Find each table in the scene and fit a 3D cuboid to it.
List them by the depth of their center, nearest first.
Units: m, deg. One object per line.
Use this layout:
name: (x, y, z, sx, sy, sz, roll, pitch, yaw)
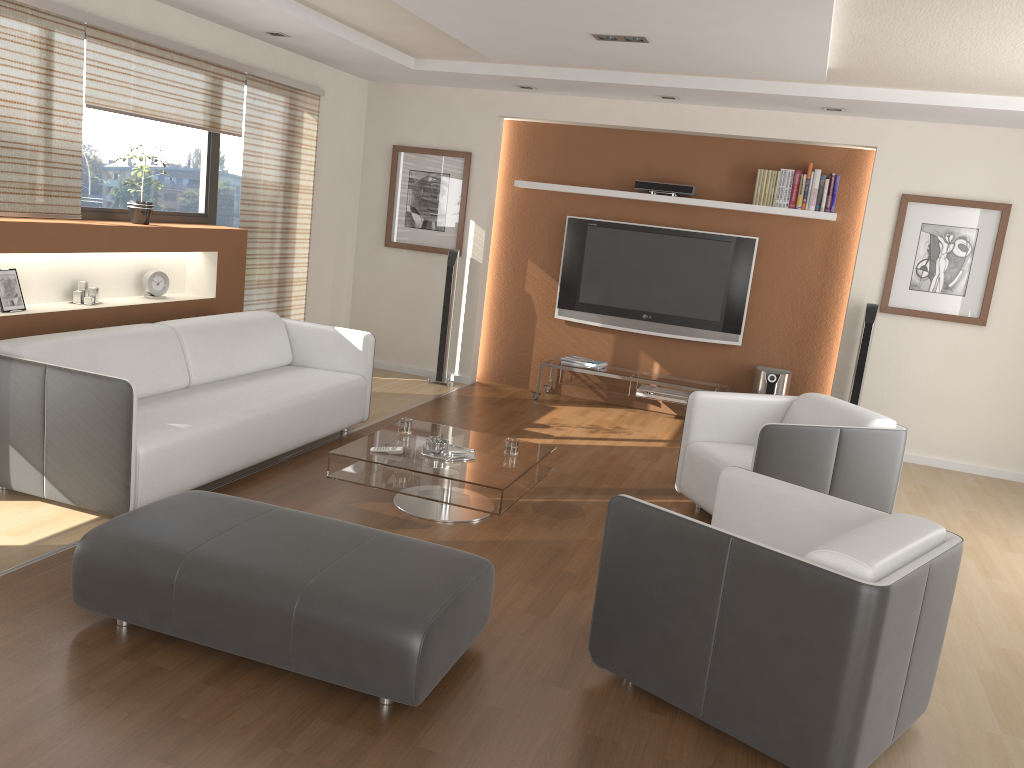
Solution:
table: (-0.338, 0.484, 4.602, 0.900, 0.300, 0.900, 10, 11, 17)

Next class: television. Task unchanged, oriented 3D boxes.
television: (1.181, -0.868, 7.439, 1.594, 0.900, 0.097, 10, 11, 17)

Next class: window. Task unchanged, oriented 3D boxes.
window: (-2.597, -1.477, 4.928, 0.010, 0.986, 2.817, 10, 11, 17)
window: (-2.052, -1.197, 6.866, 0.010, 2.162, 0.889, 10, 11, 17)

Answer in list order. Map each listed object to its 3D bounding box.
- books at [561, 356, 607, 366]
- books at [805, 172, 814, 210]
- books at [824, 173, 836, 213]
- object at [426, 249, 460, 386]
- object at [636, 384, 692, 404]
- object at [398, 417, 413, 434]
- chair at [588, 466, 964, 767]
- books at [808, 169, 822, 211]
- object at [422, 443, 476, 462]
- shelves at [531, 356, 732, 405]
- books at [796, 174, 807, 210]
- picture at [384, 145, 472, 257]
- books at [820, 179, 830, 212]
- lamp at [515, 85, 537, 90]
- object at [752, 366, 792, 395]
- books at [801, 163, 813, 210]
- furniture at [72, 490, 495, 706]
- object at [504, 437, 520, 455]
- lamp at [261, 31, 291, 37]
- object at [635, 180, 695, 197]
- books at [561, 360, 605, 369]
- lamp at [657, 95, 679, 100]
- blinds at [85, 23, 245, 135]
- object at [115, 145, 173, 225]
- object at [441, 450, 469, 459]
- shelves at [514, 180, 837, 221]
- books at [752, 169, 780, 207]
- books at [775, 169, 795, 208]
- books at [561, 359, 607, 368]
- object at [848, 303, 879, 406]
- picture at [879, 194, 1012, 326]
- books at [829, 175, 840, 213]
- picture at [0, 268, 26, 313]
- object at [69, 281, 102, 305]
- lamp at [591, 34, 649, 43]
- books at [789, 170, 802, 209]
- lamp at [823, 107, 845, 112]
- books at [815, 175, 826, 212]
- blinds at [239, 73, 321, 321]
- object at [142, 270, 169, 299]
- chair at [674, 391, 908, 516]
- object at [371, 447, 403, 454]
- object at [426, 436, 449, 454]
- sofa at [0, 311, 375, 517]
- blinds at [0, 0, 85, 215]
books: (0.612, -0.199, 7.516, 0.326, 0.017, 0.228, 12, 12, 28)
books: (2.320, -1.499, 6.915, 0.022, 0.293, 0.167, 10, 11, 17)
books: (2.462, -1.474, 6.870, 0.041, 0.293, 0.169, 10, 11, 17)
object: (-0.557, -0.579, 7.675, 0.228, 1.165, 0.215, 9, 11, 12)
object: (1.267, 0.083, 7.326, 0.435, 0.052, 0.274, 10, 11, 17)
object: (-0.577, 0.226, 4.792, 0.079, 0.077, 0.079, 8, 11, 6)
chair: (0.879, 0.706, 2.977, 0.919, 0.661, 0.767, 16, 15, 41)
books: (2.353, -1.502, 6.897, 0.050, 0.313, 0.179, 10, 11, 17)
object: (-0.321, 0.347, 4.493, 0.315, 0.011, 0.273, 11, 12, 24)
shelves: (0.988, 0.067, 7.444, 1.617, 0.340, 0.444, 10, 11, 17)
books: (2.259, -1.494, 6.925, 0.041, 0.266, 0.186, 10, 11, 17)
picture: (-0.741, -1.600, 7.736, 0.734, 0.884, 0.025, 10, 11, 17)
books: (2.426, -1.458, 6.885, 0.028, 0.248, 0.169, 10, 11, 17)
lamp: (0.116, -2.390, 7.021, 0.146, 0.087, 0.146, 10, 11, 17)
object: (2.064, 0.147, 7.145, 0.286, 0.518, 0.323, 10, 11, 17)
books: (2.300, -1.534, 6.915, 0.028, 0.358, 0.169, 10, 11, 17)
furniture: (-0.768, 0.675, 3.084, 1.291, 0.301, 0.685, 10, 11, 17)
object: (-0.001, 0.325, 4.623, 0.079, 0.077, 0.079, 8, 11, 6)
lamp: (-1.563, -2.364, 5.881, 0.146, 0.087, 0.146, 10, 11, 17)
object: (1.249, -1.593, 7.249, 0.470, 0.109, 0.182, 10, 11, 17)
books: (0.610, -0.175, 7.521, 0.326, 0.017, 0.228, 11, 12, 20)
lamp: (1.187, -2.204, 6.693, 0.146, 0.087, 0.146, 10, 11, 17)
blinds: (-2.080, -1.838, 5.466, 0.001, 0.441, 1.432, 10, 11, 17)
object: (-2.230, -1.213, 5.417, 0.342, 0.477, 0.268, 8, 11, 7)
object: (-0.281, 0.349, 4.435, 0.147, 0.035, 0.051, 0, 13, -31)
shelves: (1.283, -1.508, 7.255, 2.612, 0.050, 0.200, 10, 11, 17)
books: (2.014, -1.543, 7.010, 0.167, 0.275, 0.195, 10, 11, 17)
books: (2.145, -1.531, 6.971, 0.104, 0.295, 0.146, 10, 11, 17)
books: (0.611, -0.187, 7.519, 0.326, 0.017, 0.228, 14, 13, 34)
object: (2.617, -0.025, 6.702, 0.228, 1.165, 0.215, 11, 12, 22)
picture: (3.181, -0.915, 6.534, 0.734, 0.884, 0.025, 10, 11, 17)
books: (2.495, -1.465, 6.861, 0.029, 0.286, 0.169, 10, 11, 17)
picture: (-2.633, -0.489, 4.610, 0.133, 0.216, 0.159, 9, 11, 12)
object: (-2.480, -0.535, 5.164, 0.141, 0.131, 0.141, 6, 11, -5)
lamp: (0.589, -1.901, 4.768, 0.291, 0.087, 0.146, 10, 11, 17)
books: (2.219, -1.516, 6.945, 0.053, 0.293, 0.169, 10, 11, 17)
lamp: (2.313, -2.007, 6.348, 0.146, 0.087, 0.146, 10, 11, 17)
books: (2.397, -1.479, 6.897, 0.041, 0.278, 0.157, 10, 11, 17)
blinds: (-1.795, -1.158, 6.784, 0.001, 2.200, 0.980, 10, 11, 17)
object: (-2.294, -0.641, 5.707, 0.096, 0.176, 0.160, 13, 13, 32)
chair: (1.510, 0.436, 4.872, 0.919, 0.706, 0.767, 3, 11, -18)
object: (-0.619, 0.324, 4.387, 0.158, 0.029, 0.064, 6, 11, -2)
object: (-0.378, 0.306, 4.480, 0.118, 0.079, 0.117, 11, 12, 24)
sofa: (-1.698, 0.031, 4.935, 0.919, 0.661, 2.238, 10, 11, 17)
blinds: (-2.566, -1.334, 4.167, 0.001, 1.044, 1.432, 10, 11, 17)
